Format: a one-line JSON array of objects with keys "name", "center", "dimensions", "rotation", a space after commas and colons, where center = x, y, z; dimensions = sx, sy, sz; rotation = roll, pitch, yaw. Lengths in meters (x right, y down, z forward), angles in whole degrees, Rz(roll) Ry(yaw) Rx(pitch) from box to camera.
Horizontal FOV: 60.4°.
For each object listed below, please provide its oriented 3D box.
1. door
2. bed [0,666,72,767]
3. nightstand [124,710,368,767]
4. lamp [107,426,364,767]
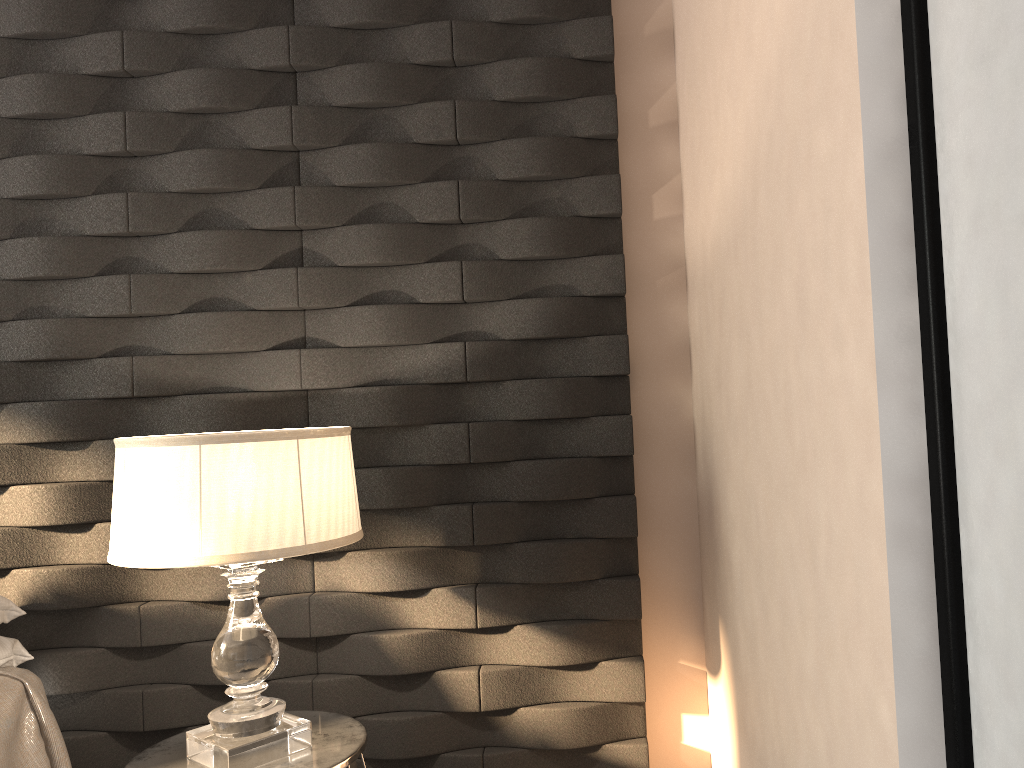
[{"name": "door", "center": [0.353, 0.067, 0.277], "dimensions": [0.153, 2.093, 1.004], "rotation": [-3, -2, 5]}, {"name": "bed", "center": [-2.061, 0.932, 0.892], "dimensions": [2.291, 0.624, 2.296], "rotation": [-3, -2, 2]}, {"name": "nightstand", "center": [-0.515, 0.961, 1.740], "dimensions": [0.588, 0.472, 0.654], "rotation": [-4, -2, 40]}, {"name": "lamp", "center": [-0.532, 0.410, 1.743], "dimensions": [0.491, 0.631, 0.441], "rotation": [-1, -2, -37]}]
